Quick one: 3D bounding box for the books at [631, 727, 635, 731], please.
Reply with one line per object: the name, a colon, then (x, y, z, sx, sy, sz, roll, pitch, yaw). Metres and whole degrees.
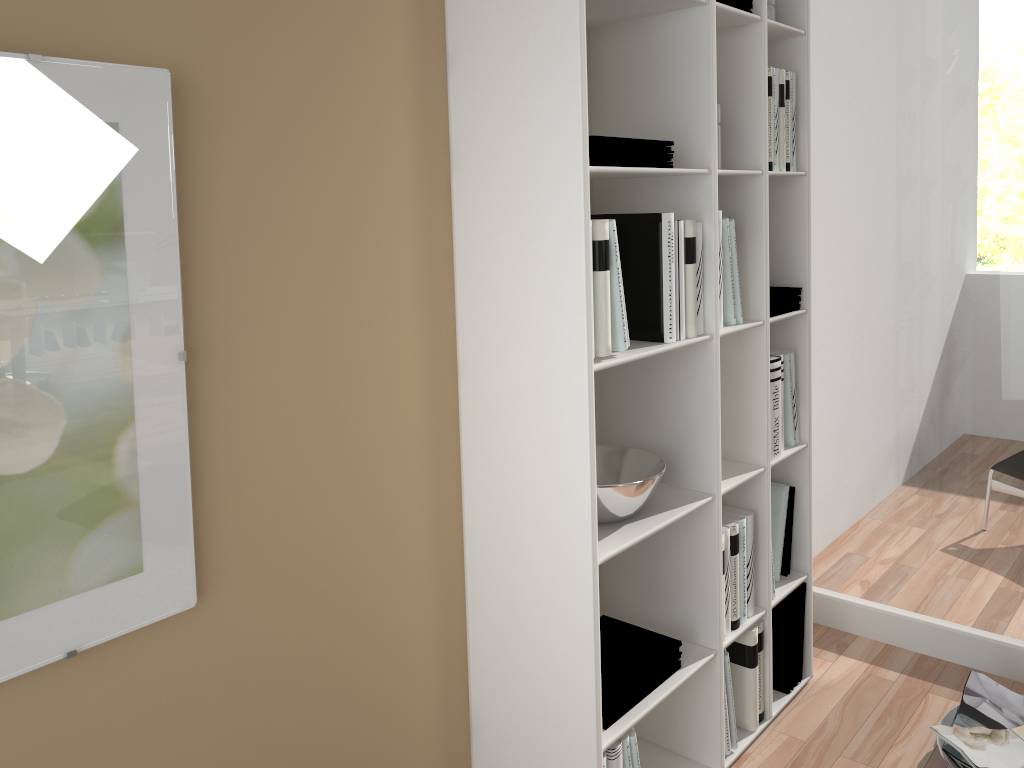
books: (0.187, 0.809, 1.888, 0.208, 0.255, 0.058, 5, 8, 41)

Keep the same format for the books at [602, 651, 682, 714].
books: (0.200, 0.610, 1.911, 0.211, 0.006, 0.300, 8, 15, 41)

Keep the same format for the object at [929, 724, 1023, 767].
object: (1.264, 0.852, 1.975, 0.500, 0.095, 0.347, -6, 12, -19)

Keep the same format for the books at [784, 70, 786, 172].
books: (0.624, -0.687, 2.331, 0.208, 0.256, 0.021, 4, 7, 41)

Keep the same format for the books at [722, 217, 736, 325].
books: (0.443, -0.277, 2.154, 0.208, 0.257, 0.060, 4, 8, 41)

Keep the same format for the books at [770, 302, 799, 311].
books: (0.592, -0.217, 2.381, 0.298, 0.006, 0.213, 7, 14, 38)

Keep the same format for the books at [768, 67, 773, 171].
books: (0.570, -0.672, 2.264, 0.208, 0.256, 0.021, 4, 7, 41)

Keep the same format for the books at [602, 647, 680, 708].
books: (0.197, 0.599, 1.914, 0.211, 0.007, 0.300, 8, 15, 39)

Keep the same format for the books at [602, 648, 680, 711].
books: (0.197, 0.604, 1.914, 0.211, 0.007, 0.300, 8, 15, 39)

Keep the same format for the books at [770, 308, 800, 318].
books: (0.593, -0.200, 2.381, 0.299, 0.007, 0.212, 8, 15, 40)

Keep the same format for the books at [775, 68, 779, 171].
books: (0.597, -0.680, 2.297, 0.208, 0.256, 0.021, 4, 7, 41)

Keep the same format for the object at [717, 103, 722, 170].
object: (0.454, -0.588, 2.109, 0.094, 0.160, 0.094, -6, 8, -35)

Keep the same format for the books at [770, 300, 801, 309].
books: (0.595, -0.222, 2.379, 0.299, 0.006, 0.212, 8, 15, 40)

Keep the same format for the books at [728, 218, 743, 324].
books: (0.463, -0.279, 2.172, 0.208, 0.255, 0.058, 5, 8, 41)

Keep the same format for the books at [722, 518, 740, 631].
books: (0.465, 0.453, 2.187, 0.208, 0.256, 0.040, 5, 8, 41)

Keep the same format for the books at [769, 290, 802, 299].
books: (0.595, -0.249, 2.374, 0.299, 0.007, 0.212, 8, 15, 40)

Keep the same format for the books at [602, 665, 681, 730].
books: (0.201, 0.643, 1.913, 0.211, 0.007, 0.300, 8, 15, 40)

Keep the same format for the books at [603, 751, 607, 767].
books: (0.102, 0.836, 1.776, 0.208, 0.256, 0.040, 5, 8, 41)

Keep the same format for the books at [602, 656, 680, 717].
books: (0.200, 0.615, 1.914, 0.211, 0.006, 0.300, 8, 15, 39)

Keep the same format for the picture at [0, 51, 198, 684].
picture: (-0.758, 0.011, 1.016, 0.019, 0.807, 0.824, 2, 8, 40)

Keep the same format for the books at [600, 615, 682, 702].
books: (0.201, 0.588, 1.914, 0.211, 0.006, 0.300, 8, 15, 39)

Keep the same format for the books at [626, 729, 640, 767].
books: (0.188, 0.816, 1.864, 0.208, 0.255, 0.058, 5, 8, 41)

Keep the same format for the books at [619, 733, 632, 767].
books: (0.167, 0.818, 1.847, 0.208, 0.257, 0.060, 4, 8, 41)

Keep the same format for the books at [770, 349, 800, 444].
books: (0.690, 0.027, 2.444, 0.208, 0.257, 0.060, 4, 8, 41)

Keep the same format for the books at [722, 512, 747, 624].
books: (0.491, 0.446, 2.219, 0.208, 0.256, 0.040, 5, 8, 41)

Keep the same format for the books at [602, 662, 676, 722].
books: (0.198, 0.626, 1.912, 0.211, 0.006, 0.301, 7, 14, 38)

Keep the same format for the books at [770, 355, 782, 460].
books: (0.606, 0.051, 2.333, 0.208, 0.256, 0.077, 5, 8, 41)

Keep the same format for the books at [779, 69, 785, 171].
books: (0.615, -0.683, 2.310, 0.208, 0.256, 0.021, 4, 7, 41)

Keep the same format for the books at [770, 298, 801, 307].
books: (0.595, -0.227, 2.378, 0.299, 0.006, 0.212, 8, 15, 40)

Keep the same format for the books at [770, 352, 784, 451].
books: (0.636, 0.039, 2.389, 0.208, 0.256, 0.040, 4, 8, 41)

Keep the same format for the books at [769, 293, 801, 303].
books: (0.596, -0.239, 2.380, 0.299, 0.007, 0.212, 8, 15, 40)

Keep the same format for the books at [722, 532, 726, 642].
books: (0.414, 0.468, 2.121, 0.208, 0.256, 0.040, 5, 8, 41)

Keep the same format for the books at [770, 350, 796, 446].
books: (0.673, 0.031, 2.425, 0.208, 0.257, 0.060, 5, 8, 41)

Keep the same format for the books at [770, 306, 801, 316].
books: (0.594, -0.205, 2.381, 0.299, 0.006, 0.212, 8, 15, 40)

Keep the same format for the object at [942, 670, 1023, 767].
object: (1.286, 0.854, 2.023, 0.501, 0.095, 0.346, 8, 14, 40)

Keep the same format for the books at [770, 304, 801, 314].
books: (0.594, -0.211, 2.380, 0.299, 0.006, 0.212, 8, 15, 40)

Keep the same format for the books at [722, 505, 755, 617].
books: (0.518, 0.439, 2.251, 0.208, 0.256, 0.040, 5, 8, 41)

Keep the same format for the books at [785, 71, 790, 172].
books: (0.639, -0.691, 2.345, 0.208, 0.256, 0.021, 4, 7, 41)

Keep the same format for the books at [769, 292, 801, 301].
books: (0.596, -0.244, 2.380, 0.299, 0.007, 0.212, 8, 15, 40)

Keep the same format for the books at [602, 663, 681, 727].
books: (0.200, 0.638, 1.914, 0.211, 0.006, 0.300, 8, 15, 39)

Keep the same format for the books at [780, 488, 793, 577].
books: (0.683, 0.396, 2.484, 0.212, 0.235, 0.043, 5, 8, 41)

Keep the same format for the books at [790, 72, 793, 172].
books: (0.652, -0.694, 2.362, 0.208, 0.256, 0.021, 5, 7, 41)

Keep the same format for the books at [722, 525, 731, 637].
books: (0.436, 0.460, 2.157, 0.208, 0.256, 0.040, 4, 8, 41)

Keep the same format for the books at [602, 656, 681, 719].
books: (0.201, 0.621, 1.914, 0.211, 0.006, 0.300, 8, 15, 39)

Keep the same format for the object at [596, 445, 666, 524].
object: (0.183, 0.225, 1.908, 0.299, 0.105, 0.304, -1, 11, 6)

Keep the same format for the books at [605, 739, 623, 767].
books: (0.136, 0.829, 1.808, 0.208, 0.256, 0.040, 5, 8, 41)

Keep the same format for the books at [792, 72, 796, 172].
books: (0.666, -0.698, 2.378, 0.208, 0.256, 0.021, 4, 7, 41)

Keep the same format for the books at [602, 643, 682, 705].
books: (0.202, 0.593, 1.913, 0.211, 0.007, 0.300, 8, 15, 40)

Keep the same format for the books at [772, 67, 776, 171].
books: (0.583, -0.676, 2.281, 0.208, 0.256, 0.021, 5, 7, 41)

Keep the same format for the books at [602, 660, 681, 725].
books: (0.200, 0.632, 1.914, 0.211, 0.006, 0.300, 8, 15, 39)

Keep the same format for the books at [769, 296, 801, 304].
books: (0.592, -0.233, 2.377, 0.299, 0.006, 0.212, 8, 15, 41)

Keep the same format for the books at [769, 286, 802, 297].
books: (0.596, -0.254, 2.374, 0.299, 0.006, 0.212, 8, 15, 40)

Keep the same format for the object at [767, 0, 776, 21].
object: (0.594, -0.967, 2.315, 0.191, 0.089, 0.195, -3, 10, -7)

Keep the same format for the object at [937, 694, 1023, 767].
object: (1.272, 0.883, 1.964, 0.585, 0.063, 0.594, 1, 12, 15)
